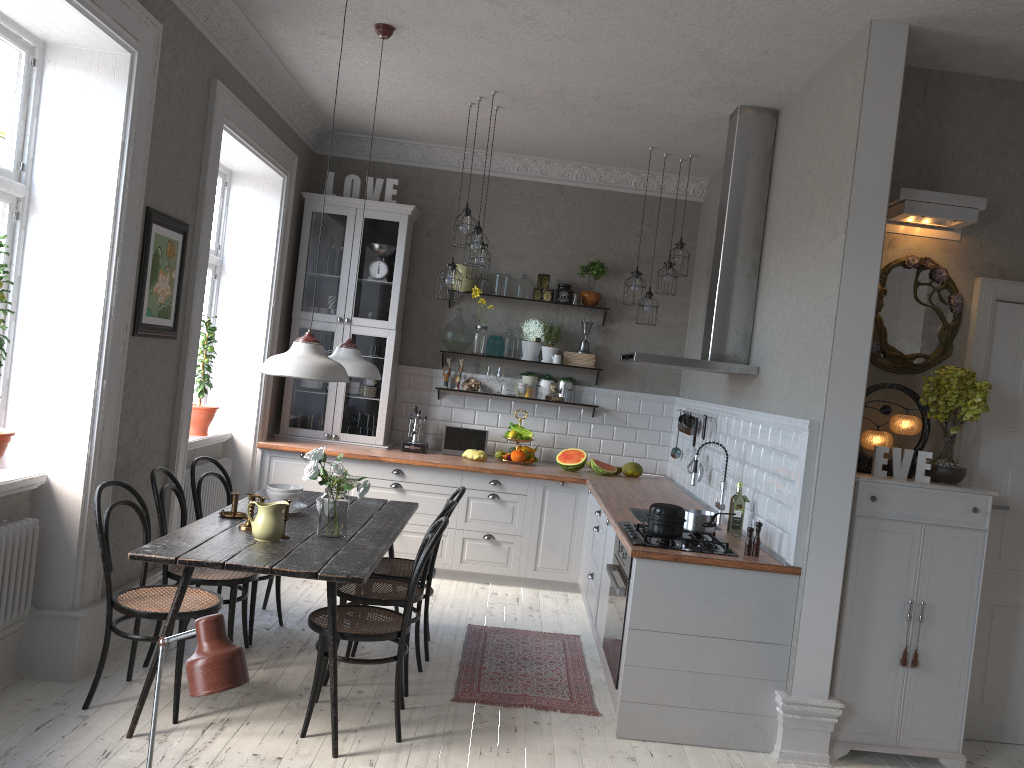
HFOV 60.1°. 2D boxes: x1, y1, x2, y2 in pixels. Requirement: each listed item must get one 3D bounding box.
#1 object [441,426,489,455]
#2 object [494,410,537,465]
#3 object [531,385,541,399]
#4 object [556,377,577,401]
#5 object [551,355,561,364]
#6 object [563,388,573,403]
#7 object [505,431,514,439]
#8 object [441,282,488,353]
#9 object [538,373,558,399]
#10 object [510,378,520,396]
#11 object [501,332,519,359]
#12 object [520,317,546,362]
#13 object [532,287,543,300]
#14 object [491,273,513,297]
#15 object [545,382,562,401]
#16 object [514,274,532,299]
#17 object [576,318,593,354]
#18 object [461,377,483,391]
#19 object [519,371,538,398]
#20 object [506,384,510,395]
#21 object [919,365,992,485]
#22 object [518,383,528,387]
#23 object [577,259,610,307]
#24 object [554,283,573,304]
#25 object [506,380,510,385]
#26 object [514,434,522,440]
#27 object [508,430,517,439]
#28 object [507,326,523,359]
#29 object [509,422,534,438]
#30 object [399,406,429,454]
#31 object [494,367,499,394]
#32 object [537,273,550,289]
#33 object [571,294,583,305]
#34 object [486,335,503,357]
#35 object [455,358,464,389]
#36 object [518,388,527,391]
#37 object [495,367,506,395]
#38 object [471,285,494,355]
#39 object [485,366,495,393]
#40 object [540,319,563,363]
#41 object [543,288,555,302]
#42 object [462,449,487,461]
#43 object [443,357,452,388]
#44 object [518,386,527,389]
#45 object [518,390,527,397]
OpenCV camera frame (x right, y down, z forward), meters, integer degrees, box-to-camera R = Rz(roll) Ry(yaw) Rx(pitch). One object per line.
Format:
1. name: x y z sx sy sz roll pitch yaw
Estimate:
1. object: -0.372 0.463 7.033 0.352 0.226 0.088 7 1 -2
2. object: 0.052 0.414 7.011 0.356 0.425 0.348 6 1 -16
3. object: 0.198 0.062 7.168 0.078 0.108 0.077 6 1 -8
4. object: 0.445 0.040 7.265 0.159 0.213 0.152 7 1 -3
5. object: 0.361 -0.198 7.121 0.104 0.071 0.064 7 1 29
6. object: 0.457 0.093 7.152 0.078 0.108 0.077 6 1 -8
7. object: -0.011 0.410 7.014 0.097 0.078 0.100 6 1 -14
8. object: -0.425 -0.594 7.102 0.341 0.674 0.331 6 1 -33
9. object: 0.280 0.020 7.250 0.170 0.214 0.150 7 1 29
10. object: 0.017 0.027 7.149 0.080 0.139 0.077 6 1 -28
11. object: -0.015 -0.308 7.132 0.123 0.206 0.126 7 1 22
12. object: 0.180 -0.363 7.227 0.242 0.354 0.237 7 1 17
13. object: 0.208 -0.723 7.167 0.083 0.113 0.082 7 1 -1
14. object: -0.086 -0.792 7.162 0.168 0.184 0.175 7 1 38
15. object: 0.350 0.063 7.166 0.121 0.147 0.099 6 1 -33
16. object: 0.095 -0.791 7.263 0.143 0.220 0.137 6 1 -41
17. object: 0.600 -0.389 7.214 0.132 0.287 0.129 6 1 -16
18. object: -0.327 0.002 7.157 0.179 0.111 0.095 6 1 -24
19. object: 0.126 -0.002 7.235 0.159 0.217 0.154 6 1 -21
20. object: -0.016 0.049 7.224 0.077 0.083 0.079 7 1 17
21. object: 2.078 0.192 4.171 0.291 0.553 0.347 7 1 33
22. object: 0.087 0.019 7.108 0.078 0.051 0.076 6 1 -15
23. object: 0.665 -0.813 7.181 0.257 0.397 0.245 7 1 24
24. object: 0.421 -0.730 7.220 0.142 0.174 0.142 7 1 -1
25. object: -0.012 0.016 7.223 0.077 0.083 0.079 7 1 17
26. object: 0.044 0.424 6.956 0.063 0.061 0.066 7 1 -1
27. object: 0.005 0.397 6.939 0.058 0.069 0.080 7 1 19
28. object: 0.012 -0.336 7.282 0.131 0.264 0.132 7 1 4
29. object: 0.073 0.361 6.985 0.210 0.101 0.067 7 1 4
30. object: -0.751 0.349 6.930 0.206 0.370 0.353 7 1 0
31. object: -0.099 -0.027 7.201 0.083 0.217 0.081 6 1 -15
32. object: 0.254 -0.830 7.154 0.084 0.113 0.081 6 1 -21
33. object: 0.527 -0.677 7.127 0.093 0.096 0.074 7 1 -1
34. object: -0.139 -0.307 7.216 0.126 0.172 0.126 7 1 2
35. object: -0.421 -0.084 7.177 0.052 0.264 0.063 7 1 35
36. object: 0.082 0.062 7.109 0.078 0.051 0.077 6 1 -8
37. object: -0.097 -0.025 7.111 0.083 0.217 0.081 6 1 -15
38. object: -0.259 -0.505 7.065 0.193 0.540 0.279 6 1 -9
39. object: -0.185 -0.037 7.202 0.083 0.217 0.081 6 1 -15
40. object: 0.313 -0.359 7.180 0.188 0.380 0.166 6 1 -40
41. object: 0.295 -0.713 7.166 0.082 0.113 0.083 7 1 9
42. object: -0.285 0.548 6.835 0.197 0.083 0.189 7 1 -1
43. object: -0.526 -0.097 7.188 0.054 0.264 0.060 6 1 -30
44. object: 0.084 0.044 7.109 0.076 0.051 0.078 7 1 18
45. object: 0.080 0.079 7.109 0.078 0.051 0.077 6 1 -8
